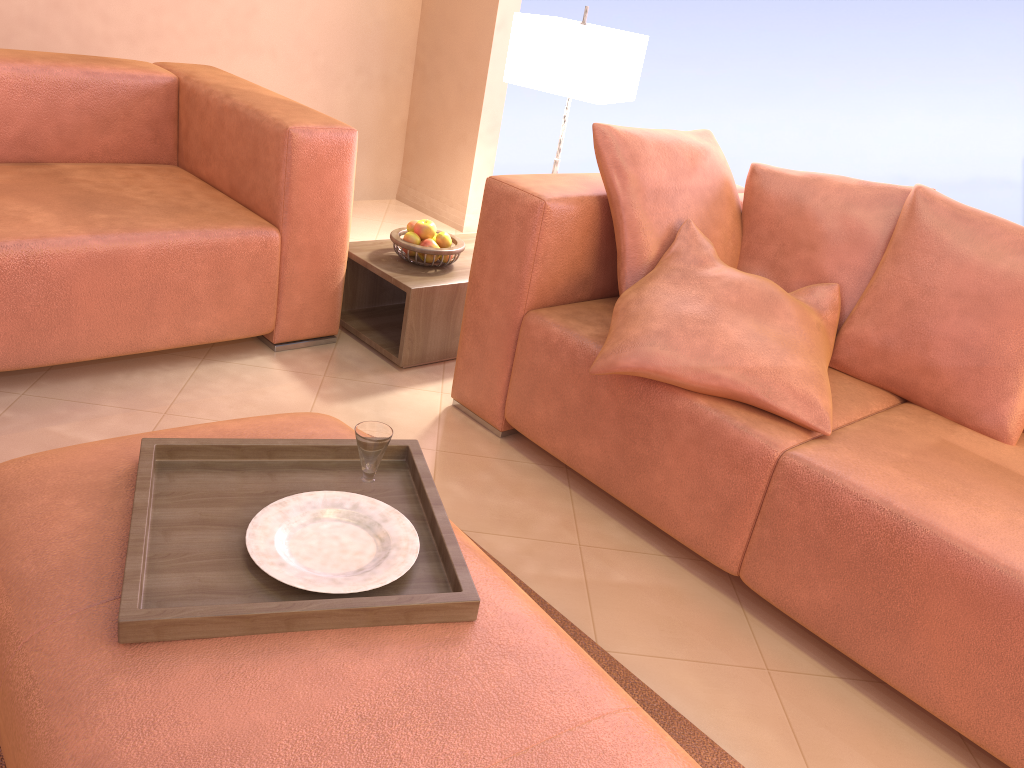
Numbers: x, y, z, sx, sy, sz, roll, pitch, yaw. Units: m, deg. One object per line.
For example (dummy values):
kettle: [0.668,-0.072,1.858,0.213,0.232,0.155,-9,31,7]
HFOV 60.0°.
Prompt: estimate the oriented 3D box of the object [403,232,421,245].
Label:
object: [-0.306,-0.440,2.709,0.055,0.047,0.045,20,26,18]

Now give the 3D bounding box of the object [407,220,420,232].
object: [-0.302,-0.489,2.769,0.047,0.046,0.054,24,28,27]

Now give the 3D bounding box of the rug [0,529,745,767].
rug: [-0.304,0.780,0.897,1.833,0.005,2.626,-13,34,-41]

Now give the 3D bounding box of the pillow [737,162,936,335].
pillow: [0.773,-0.334,2.275,0.492,0.446,0.255,23,27,24]

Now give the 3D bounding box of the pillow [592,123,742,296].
pillow: [0.438,-0.421,2.340,0.314,0.455,0.519,30,31,36]

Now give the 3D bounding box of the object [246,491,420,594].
object: [-0.251,0.224,1.249,0.240,0.018,0.240,14,25,7]

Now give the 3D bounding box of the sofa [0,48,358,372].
sofa: [-1.774,-0.397,2.012,2.781,0.672,0.943,-13,34,-41]

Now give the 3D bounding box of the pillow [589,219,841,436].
pillow: [0.500,-0.162,2.031,0.517,0.292,0.514,16,25,11]

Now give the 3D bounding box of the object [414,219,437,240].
object: [-0.268,-0.473,2.730,0.069,0.061,0.068,13,25,4]

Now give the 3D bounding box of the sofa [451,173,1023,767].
sofa: [1.101,0.250,1.821,0.943,0.672,2.781,-13,34,-41]

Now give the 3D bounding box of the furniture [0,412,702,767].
furniture: [-0.225,0.462,1.137,0.685,0.301,1.291,-9,31,-37]

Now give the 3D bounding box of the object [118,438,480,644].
object: [-0.309,0.198,1.271,0.436,0.034,0.421,2,26,-20]

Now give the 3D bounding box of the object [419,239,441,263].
object: [-0.254,-0.408,2.718,0.072,0.076,0.074,-6,30,-33]

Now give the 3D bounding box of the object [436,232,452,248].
object: [-0.211,-0.443,2.734,0.051,0.053,0.045,1,26,-21]

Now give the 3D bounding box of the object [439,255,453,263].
object: [-0.208,-0.400,2.757,0.046,0.046,0.055,20,26,19]

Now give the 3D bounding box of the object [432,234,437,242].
object: [-0.247,-0.438,2.786,0.076,0.065,0.077,-5,29,-32]

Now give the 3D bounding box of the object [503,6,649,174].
object: [0.172,-0.855,3.011,0.344,0.799,0.344,20,26,20]

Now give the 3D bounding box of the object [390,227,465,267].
object: [-0.267,-0.421,2.772,0.235,0.071,0.235,27,29,32]

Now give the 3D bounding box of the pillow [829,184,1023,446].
pillow: [1.028,-0.167,2.028,0.470,0.468,0.211,29,30,35]

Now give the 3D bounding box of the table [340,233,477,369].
table: [-0.109,-0.314,3.016,0.918,0.268,0.412,-13,34,-41]

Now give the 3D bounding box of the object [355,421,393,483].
object: [-0.224,0.113,1.411,0.061,0.091,0.061,23,27,25]
